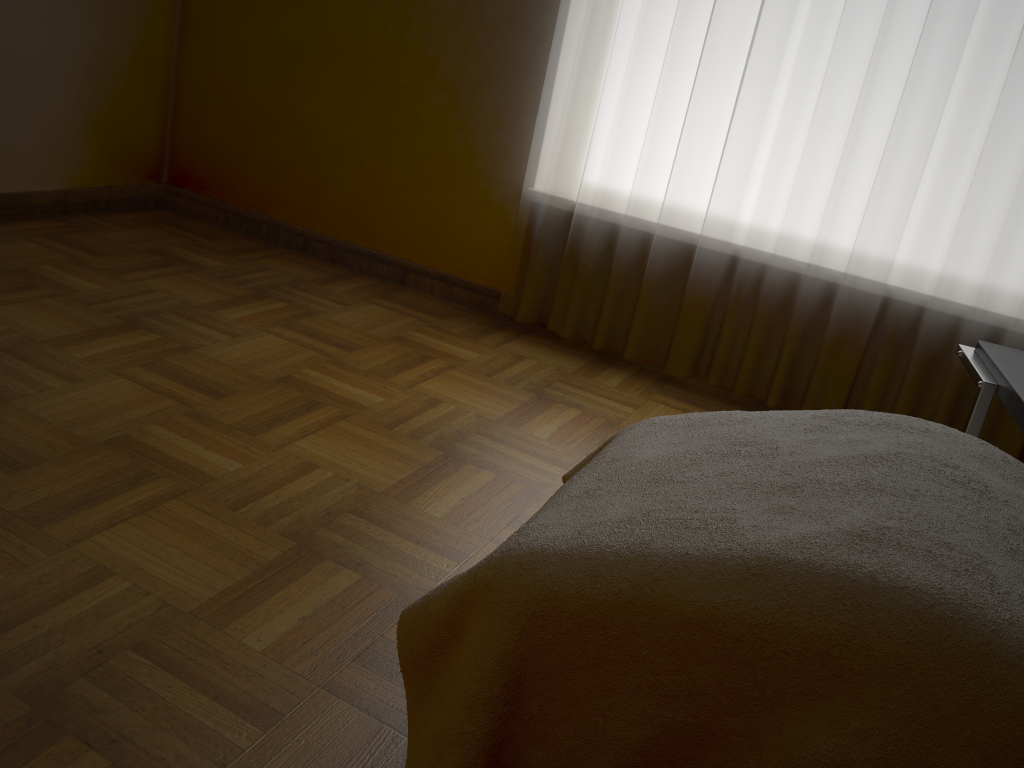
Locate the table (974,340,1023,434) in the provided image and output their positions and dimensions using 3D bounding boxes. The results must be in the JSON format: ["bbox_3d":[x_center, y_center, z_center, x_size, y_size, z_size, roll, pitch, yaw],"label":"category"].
[{"bbox_3d":[1.137,0.071,1.574,0.502,0.044,0.528,16,21,13],"label":"table"}]

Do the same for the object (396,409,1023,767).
[{"bbox_3d":[0.393,0.329,1.191,0.918,0.508,0.932,19,21,22],"label":"object"}]

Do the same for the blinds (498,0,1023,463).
[{"bbox_3d":[1.123,-0.946,2.330,2.218,2.236,0.094,19,18,23],"label":"blinds"}]
